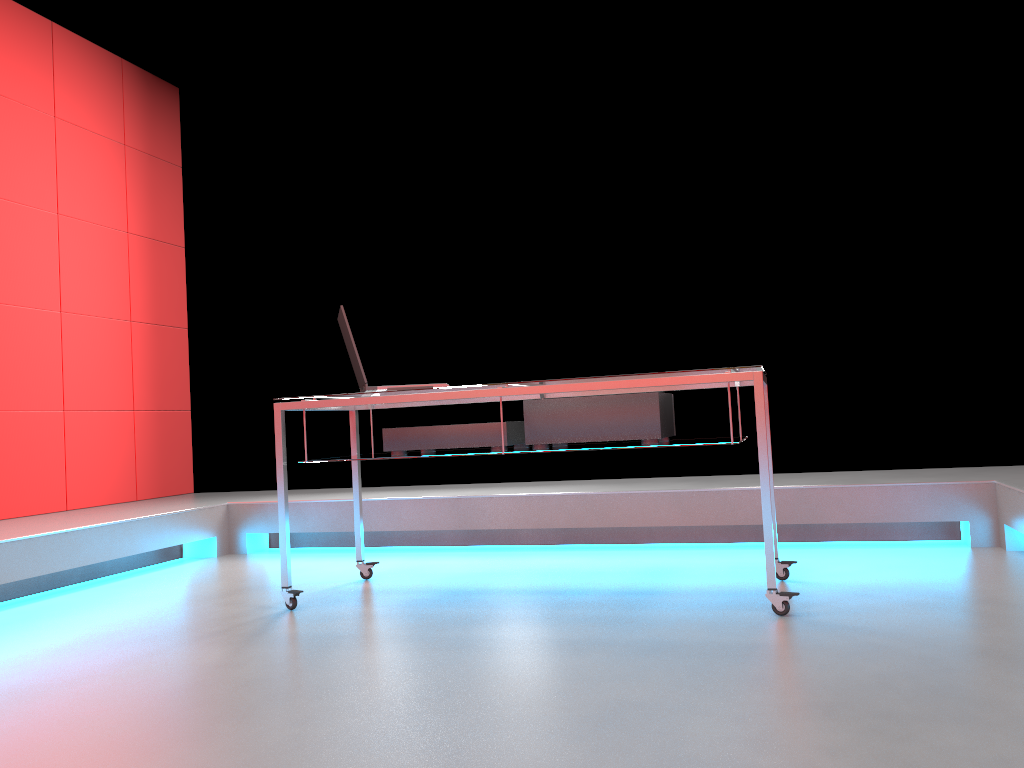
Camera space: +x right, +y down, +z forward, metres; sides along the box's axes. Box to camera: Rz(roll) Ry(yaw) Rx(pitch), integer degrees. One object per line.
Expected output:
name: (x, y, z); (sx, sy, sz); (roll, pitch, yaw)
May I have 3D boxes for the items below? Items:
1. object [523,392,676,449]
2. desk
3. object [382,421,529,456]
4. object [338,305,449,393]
object: (0.299, 0.122, 2.934); (0.431, 0.158, 0.371); (-4, -3, 17)
desk: (0.079, 0.348, 2.927); (1.617, 0.690, 0.594); (-4, -3, 17)
object: (-0.170, 0.186, 3.074); (0.435, 0.092, 0.365); (-4, -3, 17)
object: (-0.416, -0.109, 3.050); (0.340, 0.285, 0.342); (-2, -3, -13)
